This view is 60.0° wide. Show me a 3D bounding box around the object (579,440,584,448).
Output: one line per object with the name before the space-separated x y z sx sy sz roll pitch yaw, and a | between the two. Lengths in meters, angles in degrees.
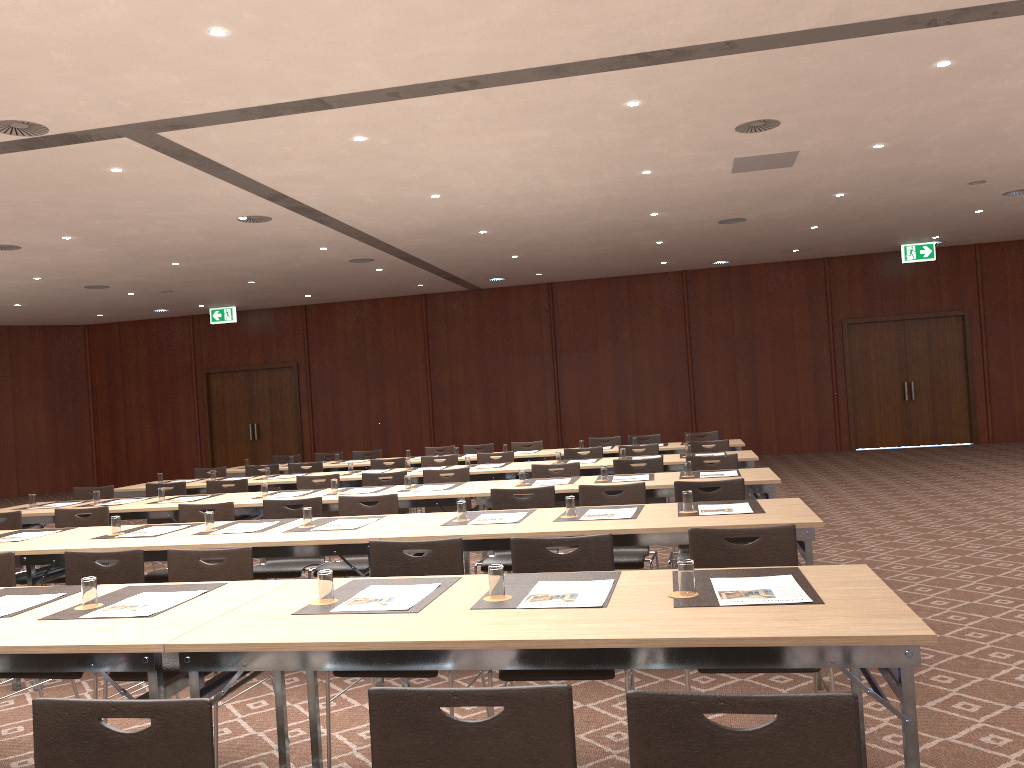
object | 0.870 0.761 11.082 0.054 0.114 0.054 -4 -1 45

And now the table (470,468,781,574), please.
table | 0.913 1.170 6.957 2.267 0.833 0.953 -4 -1 11

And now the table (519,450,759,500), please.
table | 1.301 1.176 8.918 2.267 0.833 0.953 -4 -1 11

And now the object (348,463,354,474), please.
object | -1.737 0.908 9.554 0.054 0.114 0.054 -4 -1 45

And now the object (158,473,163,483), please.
object | -3.968 1.063 10.005 0.054 0.114 0.054 -4 0 -23

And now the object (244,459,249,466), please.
object | -3.577 1.068 11.960 0.054 0.114 0.054 -4 0 -23

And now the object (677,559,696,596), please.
object | 0.586 0.649 2.978 0.054 0.114 0.054 -4 0 -23

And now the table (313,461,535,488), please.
table | -0.920 1.329 9.360 2.267 0.833 0.953 -4 -1 11

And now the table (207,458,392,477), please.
table | -2.753 1.489 11.763 2.267 0.833 0.953 -4 -1 11

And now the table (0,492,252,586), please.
table | -3.531 1.477 7.839 2.267 0.833 0.953 -4 -1 11

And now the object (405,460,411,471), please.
object | -1.106 0.864 9.428 0.054 0.114 0.054 -4 -1 45

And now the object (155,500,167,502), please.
object | -3.084 1.026 7.796 0.102 0.001 0.102 -4 -1 0

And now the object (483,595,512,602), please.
object | -0.050 0.751 3.108 0.102 0.001 0.102 -4 -1 0

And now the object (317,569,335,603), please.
object | -0.678 0.737 3.231 0.054 0.114 0.054 -4 -1 45

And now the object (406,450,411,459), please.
object | -1.347 0.914 11.527 0.054 0.114 0.054 -4 -1 45

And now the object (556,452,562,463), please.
object | 0.479 0.755 9.120 0.054 0.114 0.054 -4 -1 45

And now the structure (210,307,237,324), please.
structure | -6.523 -1.550 20.024 0.587 0.346 0.105 -4 0 11

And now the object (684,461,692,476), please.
object | 1.371 0.661 6.910 0.054 0.114 0.054 -4 0 -23

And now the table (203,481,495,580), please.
table | -1.309 1.323 7.398 2.267 0.833 0.953 -4 -1 11

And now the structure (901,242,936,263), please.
structure | 7.867 -2.545 17.166 0.587 0.346 0.105 -4 0 11

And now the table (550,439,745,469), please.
table | 1.690 1.181 10.880 2.267 0.833 0.953 -4 -1 11

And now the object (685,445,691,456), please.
object | 1.763 0.666 8.866 0.054 0.114 0.054 -4 0 -23

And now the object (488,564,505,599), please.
object | -0.054 0.694 3.117 0.054 0.114 0.054 -4 -1 45

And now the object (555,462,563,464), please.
object | 0.482 0.812 9.115 0.102 0.001 0.102 -4 -1 0

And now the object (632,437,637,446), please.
object | 1.518 0.716 10.958 0.054 0.114 0.054 -4 -1 45

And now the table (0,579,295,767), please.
table | -2.086 1.311 3.474 2.267 0.833 0.953 -4 -1 11

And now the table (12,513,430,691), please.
table | -1.697 1.317 5.436 2.267 0.833 0.953 -4 -1 11

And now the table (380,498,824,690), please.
table | 0.524 1.164 4.995 2.267 0.833 0.953 -4 -1 11

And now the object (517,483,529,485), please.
object | 0.088 0.807 7.160 0.102 0.001 0.102 -4 -1 22

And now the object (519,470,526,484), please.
object | 0.083 0.749 7.153 0.054 0.114 0.054 -4 -1 45

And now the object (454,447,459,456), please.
object | -0.712 0.870 11.401 0.054 0.114 0.054 -4 -1 45

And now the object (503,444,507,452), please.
object | -0.087 0.827 11.278 0.054 0.114 0.054 -4 -1 45

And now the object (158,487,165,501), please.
object | -3.079 0.968 7.788 0.054 0.114 0.054 -4 -1 45

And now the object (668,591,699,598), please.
object | 0.575 0.707 2.980 0.102 0.001 0.102 -4 -1 0

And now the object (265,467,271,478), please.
object | -2.689 0.974 9.760 0.054 0.114 0.054 -4 -1 45

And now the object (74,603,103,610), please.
object | -1.634 0.860 3.425 0.102 0.001 0.102 -4 -1 0

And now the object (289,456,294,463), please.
object | -2.942 1.024 11.840 0.054 0.114 0.054 -4 -1 45

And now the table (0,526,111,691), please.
table | -3.919 1.471 5.877 2.267 0.833 0.953 -4 -1 11

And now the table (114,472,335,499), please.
table | -3.142 1.483 9.801 2.267 0.833 0.953 -4 -1 11

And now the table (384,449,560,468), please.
table | -0.532 1.335 11.321 2.267 0.833 0.953 -4 -1 11

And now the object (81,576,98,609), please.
object | -1.626 0.802 3.413 0.054 0.114 0.054 -4 -1 45

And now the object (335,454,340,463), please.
object | -2.306 0.980 11.704 0.054 0.114 0.054 -4 -1 45

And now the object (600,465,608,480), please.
object | 0.733 0.705 7.037 0.054 0.114 0.054 -4 -1 45

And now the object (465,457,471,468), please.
object | -0.463 0.820 9.305 0.054 0.114 0.054 -4 -1 45

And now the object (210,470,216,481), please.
object | -3.325 1.018 9.872 0.054 0.114 0.054 -4 -1 45

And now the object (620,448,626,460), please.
object | 1.127 0.710 9.001 0.054 0.114 0.054 -4 -1 45

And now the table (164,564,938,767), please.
table | 0.136 1.158 3.033 2.267 0.833 0.953 -4 -1 11

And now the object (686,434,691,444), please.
object | 2.154 0.672 10.829 0.054 0.114 0.054 -4 0 -23
